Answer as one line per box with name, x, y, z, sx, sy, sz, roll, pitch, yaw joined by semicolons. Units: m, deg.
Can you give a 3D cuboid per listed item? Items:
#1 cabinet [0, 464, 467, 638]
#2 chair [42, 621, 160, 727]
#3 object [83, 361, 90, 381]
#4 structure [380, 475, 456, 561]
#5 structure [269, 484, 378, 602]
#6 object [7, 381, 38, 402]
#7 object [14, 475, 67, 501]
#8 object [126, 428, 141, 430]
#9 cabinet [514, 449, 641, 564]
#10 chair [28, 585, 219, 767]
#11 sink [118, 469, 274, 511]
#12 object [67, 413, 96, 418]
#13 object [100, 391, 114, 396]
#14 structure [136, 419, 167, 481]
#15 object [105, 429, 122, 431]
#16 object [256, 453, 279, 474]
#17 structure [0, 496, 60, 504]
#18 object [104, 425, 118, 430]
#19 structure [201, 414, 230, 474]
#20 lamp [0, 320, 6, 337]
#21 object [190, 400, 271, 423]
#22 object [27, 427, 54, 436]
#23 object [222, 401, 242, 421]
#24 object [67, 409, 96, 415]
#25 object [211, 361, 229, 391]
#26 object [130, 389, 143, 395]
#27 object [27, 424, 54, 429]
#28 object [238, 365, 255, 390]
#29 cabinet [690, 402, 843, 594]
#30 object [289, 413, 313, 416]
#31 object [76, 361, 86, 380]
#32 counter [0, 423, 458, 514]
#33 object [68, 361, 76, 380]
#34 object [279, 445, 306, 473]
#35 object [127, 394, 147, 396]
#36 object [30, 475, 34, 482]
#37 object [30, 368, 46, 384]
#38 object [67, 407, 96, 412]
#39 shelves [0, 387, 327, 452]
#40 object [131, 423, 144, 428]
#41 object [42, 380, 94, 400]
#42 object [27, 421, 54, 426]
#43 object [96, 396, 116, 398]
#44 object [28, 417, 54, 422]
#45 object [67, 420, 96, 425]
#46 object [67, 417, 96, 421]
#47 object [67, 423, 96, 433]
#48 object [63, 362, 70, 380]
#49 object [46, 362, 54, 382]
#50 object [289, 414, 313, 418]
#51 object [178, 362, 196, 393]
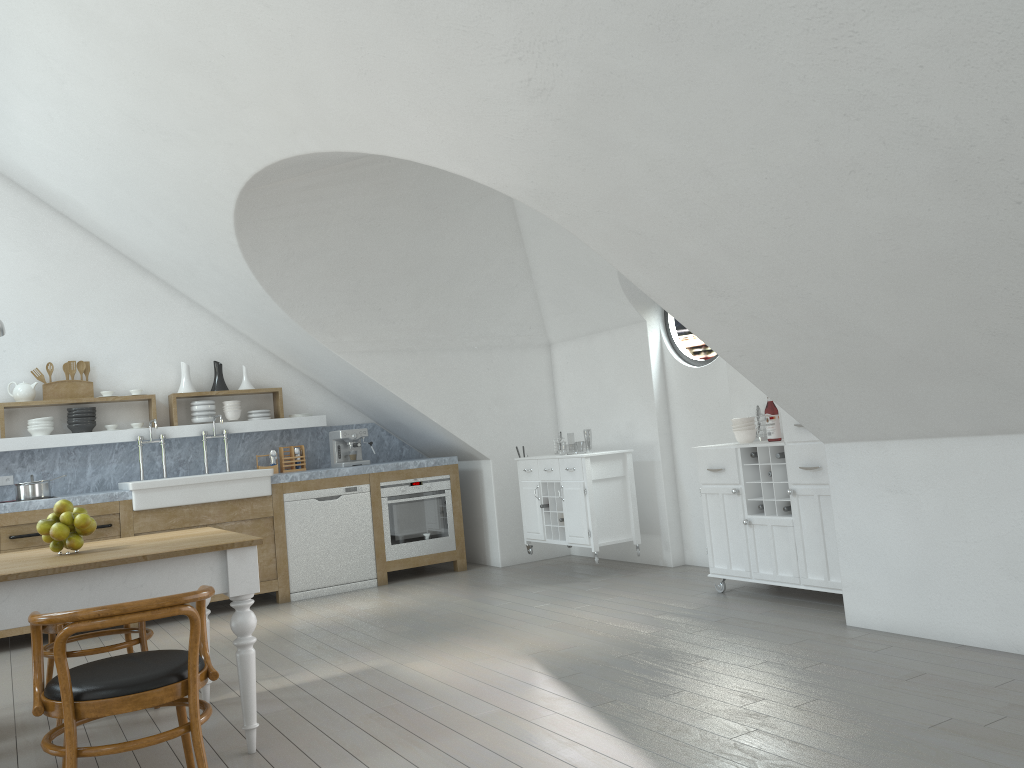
cabinet;-3.413;1.401;6.299;6.432;1.024;1.001;-3;-5;-30
chair;-2.007;1.177;4.269;0.527;0.737;0.619;-2;-5;-34
object;-3.364;-0.035;7.012;0.057;0.295;0.030;-3;-6;-30
structure;-0.917;1.127;7.586;0.633;0.638;0.629;-3;-5;-30
structure;-1.561;1.262;7.200;0.724;0.825;0.597;-3;-5;-30
object;-3.731;0.060;6.764;0.174;0.169;0.168;-9;-6;43
object;-3.323;0.745;6.304;0.231;0.171;0.394;-9;-5;39
object;-3.012;0.363;7.129;0.164;0.012;0.163;-5;-3;-13
cabinet;0.479;0.951;6.990;0.497;0.791;1.131;-3;-5;-30
chair;-1.185;1.012;2.749;0.527;0.737;0.619;-3;-5;-27
sink;-2.419;0.804;6.787;1.021;0.202;0.725;-3;-4;-30
object;-3.357;0.274;6.917;0.206;0.072;0.205;-2;-5;-43
object;-3.218;0.084;7.049;0.098;0.049;0.098;-3;-4;-33
structure;-2.766;0.542;6.950;0.332;0.531;0.214;-9;-6;40
object;-3.178;0.374;7.032;0.164;0.012;0.163;-5;-3;-13
object;-2.086;0.683;7.553;0.173;0.172;0.100;-3;-5;-29
structure;-3.598;0.853;6.216;0.738;0.041;0.645;-3;-4;-30
object;-3.180;0.350;7.034;0.098;0.049;0.098;-3;-4;-33
structure;-2.344;0.516;7.197;0.332;0.531;0.214;-9;-6;40
lamp;-3.527;-0.405;6.068;0.112;0.177;0.168;-2;-5;-38
object;-2.371;0.230;7.493;0.657;0.196;0.197;-3;-5;-31
object;-3.596;0.369;6.766;0.181;0.064;0.180;-5;-3;-8
object;-2.358;0.226;7.473;0.158;0.160;0.154;-5;-4;-2
object;-3.358;0.249;6.924;0.205;0.084;0.205;-5;-4;-3
object;-2.478;-0.067;7.490;0.156;0.269;0.155;-3;-5;-26
object;-3.033;0.073;7.158;0.098;0.049;0.098;-3;-4;-33
object;-3.598;0.346;6.767;0.181;0.065;0.181;-6;-4;7
object;-2.287;-0.053;7.610;0.155;0.219;0.156;-9;-6;41
cabinet;1.695;0.669;5.264;0.610;1.157;1.239;-3;-5;-30
object;-1.855;0.281;7.795;0.213;0.025;0.213;-2;-5;-43
object;-3.387;-0.034;6.978;0.068;0.299;0.039;-3;-6;-30
counter;-3.437;0.583;6.427;6.579;0.621;0.959;-3;-4;-30
object;-3.441;-0.032;6.943;0.057;0.300;0.019;-3;-6;-30
object;-1.902;0.647;7.677;0.200;0.223;0.103;-3;-5;-30
object;-3.031;0.096;7.156;0.164;0.012;0.163;-5;-3;-13
object;-3.411;0.726;6.294;0.051;0.167;0.235;-2;-5;-35
object;-3.612;-0.004;6.861;0.199;0.259;0.016;-4;-5;-20
object;-3.363;0.221;6.927;0.206;0.080;0.205;-4;-4;-28
shelves;-4.062;-0.167;6.430;5.552;1.365;0.478;-3;-5;-36
object;-3.014;0.340;7.131;0.098;0.049;0.098;-3;-4;-33
object;-3.468;0.049;6.927;0.354;0.158;0.084;-3;-5;-30
object;-3.598;0.323;6.771;0.181;0.069;0.180;-5;-4;-13
object;-3.216;0.108;7.047;0.164;0.012;0.163;-5;-3;-13
object;-3.600;0.294;6.774;0.180;0.076;0.180;-6;-4;7
object;-3.355;0.323;6.911;0.205;0.086;0.205;-6;-4;7
object;-3.352;0.295;6.910;0.205;0.086;0.205;-6;-4;12
object;-3.352;0.350;6.909;0.206;0.072;0.205;-2;-5;-43
object;-3.480;-0.029;6.943;0.061;0.300;0.040;-2;-6;-33
object;-3.583;-0.023;6.883;0.055;0.300;0.027;-3;-6;-30
object;-1.854;0.289;7.795;0.213;0.025;0.213;-2;-5;-43
object;-2.707;-0.053;7.360;0.156;0.269;0.155;-1;-6;-41
